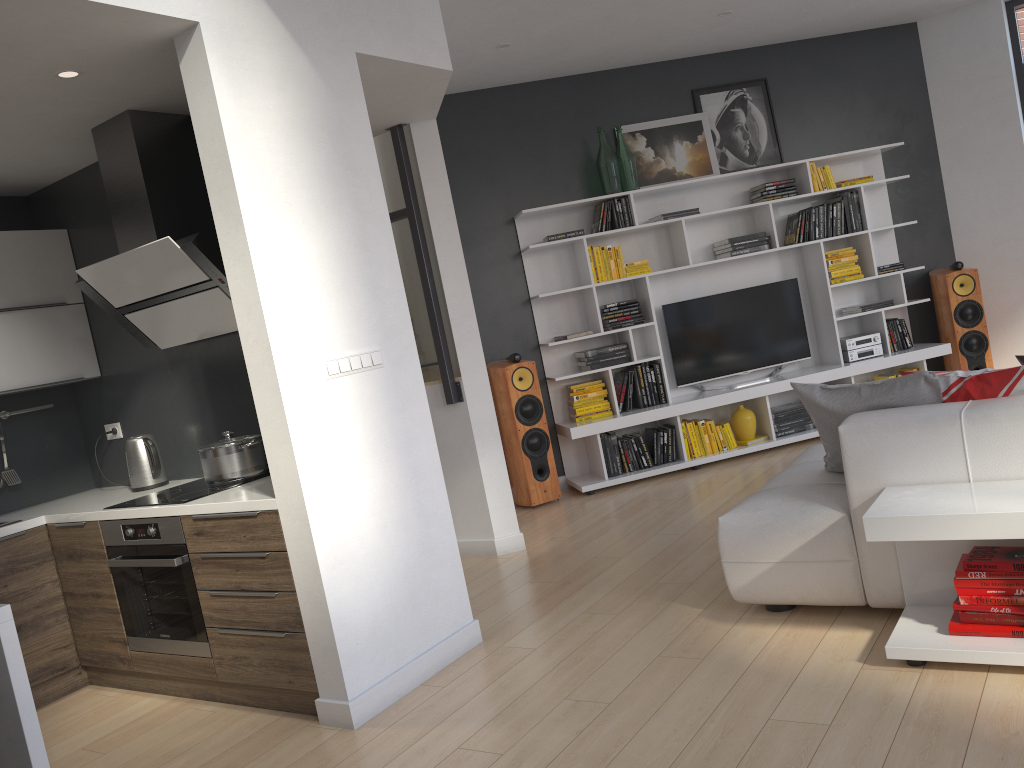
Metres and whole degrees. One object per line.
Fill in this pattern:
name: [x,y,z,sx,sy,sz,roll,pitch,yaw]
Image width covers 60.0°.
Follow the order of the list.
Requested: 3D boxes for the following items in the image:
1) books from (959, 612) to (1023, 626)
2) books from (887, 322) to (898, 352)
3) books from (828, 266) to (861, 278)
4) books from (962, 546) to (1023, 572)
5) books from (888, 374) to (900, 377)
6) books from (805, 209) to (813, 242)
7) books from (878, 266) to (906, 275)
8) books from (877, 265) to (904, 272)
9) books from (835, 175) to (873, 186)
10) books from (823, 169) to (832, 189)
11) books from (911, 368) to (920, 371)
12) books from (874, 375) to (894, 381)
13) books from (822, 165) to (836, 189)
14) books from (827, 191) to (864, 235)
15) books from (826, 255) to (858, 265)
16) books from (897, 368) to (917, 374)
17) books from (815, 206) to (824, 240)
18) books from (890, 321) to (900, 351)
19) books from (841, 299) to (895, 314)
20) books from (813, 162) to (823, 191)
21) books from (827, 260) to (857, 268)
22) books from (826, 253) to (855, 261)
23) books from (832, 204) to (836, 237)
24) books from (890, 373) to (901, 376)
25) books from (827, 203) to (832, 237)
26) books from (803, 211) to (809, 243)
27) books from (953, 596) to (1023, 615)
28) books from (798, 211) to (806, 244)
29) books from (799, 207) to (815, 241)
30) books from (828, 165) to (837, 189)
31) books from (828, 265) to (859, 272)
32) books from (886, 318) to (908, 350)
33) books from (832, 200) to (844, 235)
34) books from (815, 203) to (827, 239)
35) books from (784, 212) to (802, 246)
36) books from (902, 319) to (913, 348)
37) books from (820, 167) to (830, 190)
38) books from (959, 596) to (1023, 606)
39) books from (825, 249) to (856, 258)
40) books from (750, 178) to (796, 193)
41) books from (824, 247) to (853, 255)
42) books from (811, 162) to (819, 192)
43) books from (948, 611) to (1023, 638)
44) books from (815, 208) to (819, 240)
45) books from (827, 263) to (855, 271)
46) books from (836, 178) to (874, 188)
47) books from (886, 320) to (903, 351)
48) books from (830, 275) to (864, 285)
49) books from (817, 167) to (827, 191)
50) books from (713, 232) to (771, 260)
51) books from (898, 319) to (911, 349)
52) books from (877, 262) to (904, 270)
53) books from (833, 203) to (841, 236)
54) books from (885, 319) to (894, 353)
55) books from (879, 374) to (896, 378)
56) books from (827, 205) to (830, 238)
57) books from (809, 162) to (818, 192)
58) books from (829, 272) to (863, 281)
books: [1.555,0.696,2.760,0.259,0.034,0.206,-8,5,38]
books: [2.894,-0.362,6.873,0.053,0.240,0.189,-12,4,-9]
books: [2.518,-0.855,6.822,0.243,0.042,0.189,-12,4,-10]
books: [1.524,0.540,2.740,0.206,0.029,0.152,-8,5,41]
books: [2.943,0.052,6.819,0.019,0.251,0.180,-12,4,-10]
books: [2.225,-1.191,6.706,0.069,0.242,0.172,-12,4,-9]
books: [2.895,-0.868,6.833,0.213,0.023,0.161,-12,4,-6]
books: [2.890,-0.887,6.835,0.198,0.015,0.142,-12,4,-11]
books: [2.591,-1.547,6.791,0.257,0.024,0.203,-12,4,-7]
books: [2.350,-1.532,6.682,0.046,0.161,0.108,-12,4,-11]
books: [3.095,0.009,6.860,0.025,0.270,0.213,-12,4,-10]
books: [2.875,0.064,6.807,0.044,0.255,0.198,-12,4,-10]
books: [2.368,-1.550,6.700,0.064,0.184,0.141,-12,4,-9]
books: [2.557,-1.302,6.814,0.128,0.321,0.259,-12,4,-10]
books: [2.509,-0.947,6.826,0.239,0.033,0.176,-12,4,-7]
books: [3.071,0.015,6.847,0.029,0.270,0.204,-12,4,-10]
books: [2.303,-1.215,6.744,0.084,0.249,0.191,-12,4,-10]
books: [2.918,-0.366,6.870,0.049,0.236,0.170,-12,4,-9]
books: [2.749,-0.596,6.862,0.310,0.047,0.250,-12,4,-14]
books: [2.269,-1.551,6.708,0.054,0.224,0.164,-12,4,-11]
books: [2.503,-0.919,6.828,0.239,0.019,0.171,-12,4,-10]
books: [2.497,-0.973,6.825,0.227,0.022,0.160,-11,4,6]
books: [2.407,-1.233,6.748,0.071,0.243,0.179,-12,4,-11]
books: [2.970,0.047,6.821,0.035,0.250,0.185,-12,4,-10]
books: [2.379,-1.233,6.756,0.075,0.254,0.192,-12,4,-11]
books: [2.190,-1.181,6.713,0.081,0.233,0.169,-12,4,-11]
books: [1.537,0.670,2.757,0.266,0.026,0.187,-8,5,41]
books: [2.157,-1.175,6.721,0.096,0.234,0.187,-12,4,-9]
books: [2.241,-1.204,6.735,0.075,0.254,0.192,-12,4,-11]
books: [2.388,-1.555,6.712,0.044,0.184,0.142,-12,4,-9]
books: [2.508,-0.882,6.833,0.251,0.014,0.189,-12,4,-7]
books: [2.965,-0.386,6.882,0.066,0.255,0.193,-12,4,-10]
books: [2.473,-1.256,6.772,0.066,0.260,0.197,-12,4,-10]
books: [2.335,-1.227,6.751,0.066,0.260,0.197,-12,4,-10]
books: [2.125,-1.169,6.710,0.104,0.234,0.182,-12,4,-10]
books: [3.024,-0.390,6.917,0.077,0.233,0.179,-12,4,-10]
books: [2.328,-1.538,6.690,0.044,0.178,0.128,-12,4,-10]
books: [1.544,0.642,2.754,0.257,0.025,0.182,-9,5,35]
books: [2.500,-0.997,6.822,0.223,0.023,0.163,-12,4,-6]
books: [1.967,-1.499,6.697,0.266,0.030,0.209,-13,4,-16]
books: [2.483,-1.019,6.841,0.223,0.023,0.163,-12,4,-6]
books: [2.242,-1.545,6.695,0.041,0.224,0.163,-12,4,-11]
books: [1.544,0.732,2.765,0.301,0.032,0.227,-9,5,35]
books: [2.269,-1.202,6.734,0.068,0.243,0.179,-12,4,-11]
books: [2.499,-0.897,6.811,0.217,0.023,0.145,-12,4,-6]
books: [2.601,-1.523,6.785,0.257,0.028,0.194,-12,4,-5]
books: [2.940,-0.374,6.866,0.050,0.242,0.169,-12,4,-10]
books: [2.534,-0.797,6.813,0.257,0.028,0.194,-12,4,-5]
books: [2.307,-1.535,6.693,0.054,0.180,0.132,-12,4,-10]
books: [1.730,-1.038,6.677,0.343,0.137,0.277,-12,4,-15]
books: [2.996,-0.386,6.880,0.066,0.242,0.177,-12,4,-10]
books: [2.885,-0.906,6.848,0.213,0.023,0.161,-12,4,-6]
books: [2.442,-1.244,6.766,0.084,0.249,0.191,-12,4,-10]
books: [2.859,-0.371,6.870,0.053,0.268,0.202,-12,4,-10]
books: [2.904,0.056,6.814,0.015,0.263,0.199,-12,4,-10]
books: [2.363,-1.220,6.727,0.069,0.242,0.172,-12,4,-9]
books: [2.223,-1.541,6.672,0.041,0.229,0.161,-12,4,-11]
books: [2.525,-0.821,6.819,0.257,0.024,0.203,-12,4,-7]
